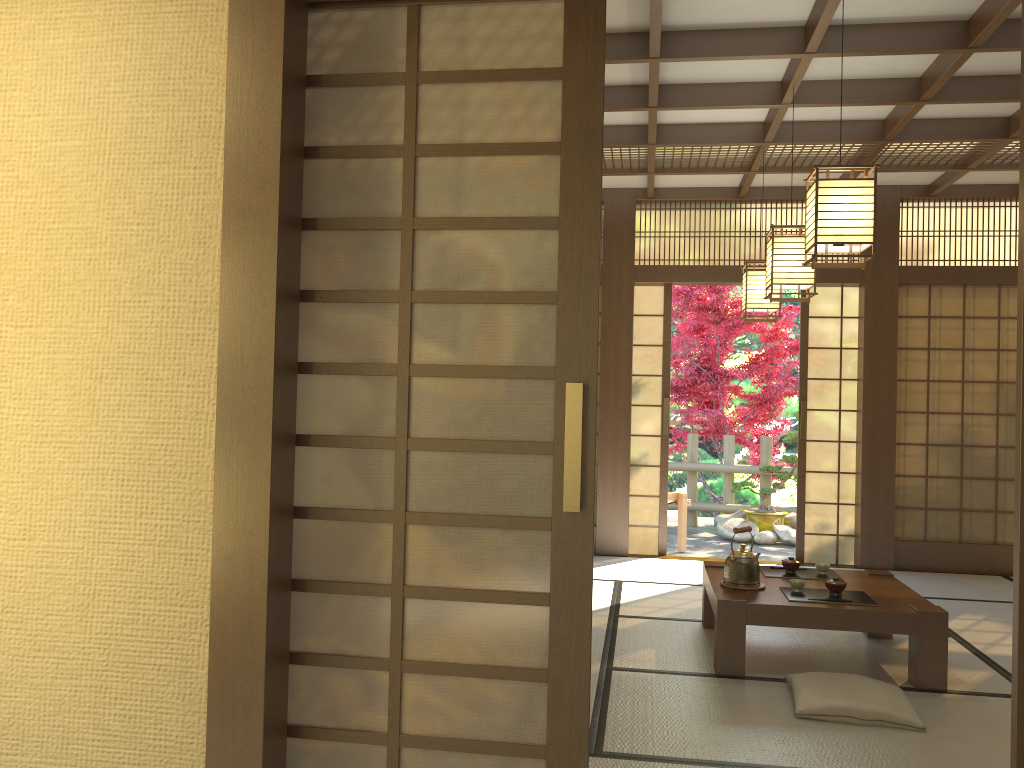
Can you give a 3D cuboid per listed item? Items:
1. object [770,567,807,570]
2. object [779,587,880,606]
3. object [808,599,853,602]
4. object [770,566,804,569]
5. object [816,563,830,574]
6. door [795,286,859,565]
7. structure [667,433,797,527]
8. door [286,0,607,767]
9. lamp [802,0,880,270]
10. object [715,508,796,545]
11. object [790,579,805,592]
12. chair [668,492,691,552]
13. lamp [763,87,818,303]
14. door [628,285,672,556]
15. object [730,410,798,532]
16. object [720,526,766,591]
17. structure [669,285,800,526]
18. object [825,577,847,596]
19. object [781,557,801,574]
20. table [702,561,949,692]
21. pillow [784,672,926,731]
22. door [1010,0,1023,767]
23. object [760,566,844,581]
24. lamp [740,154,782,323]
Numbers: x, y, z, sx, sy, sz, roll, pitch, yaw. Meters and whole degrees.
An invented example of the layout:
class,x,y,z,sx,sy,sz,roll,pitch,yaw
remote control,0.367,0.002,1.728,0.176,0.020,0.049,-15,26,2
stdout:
class,x,y,z,sx,sy,sz,roll,pitch,yaw
object,1.526,1.016,4.893,0.200,0.008,0.008,1,-1,5
object,1.503,1.011,4.226,0.400,0.007,0.300,1,-1,9
object,1.476,1.001,4.112,0.200,0.008,0.008,1,-1,7
object,1.530,1.016,4.911,0.200,0.008,0.008,1,-1,9
object,1.674,0.995,4.777,0.073,0.052,0.074,2,-1,-38
door,3.251,0.352,7.019,1.894,2.380,0.073,1,-1,9
structure,2.835,1.124,9.700,7.456,1.136,0.245,1,-1,9
door,-0.412,0.143,2.179,1.230,2.265,0.076,1,-1,9
lamp,1.280,-1.009,3.448,0.240,1.129,0.240,1,-1,9
object,2.720,1.452,9.056,1.260,0.276,1.147,1,-1,4
object,1.386,0.980,4.308,0.073,0.052,0.074,2,-1,-38
chair,1.155,1.219,8.197,0.704,0.598,0.698,2,-1,-35
lamp,1.451,-0.984,4.600,0.240,1.129,0.240,1,-1,9
door,0.362,0.287,7.451,1.894,2.380,0.073,1,-1,9
object,2.791,0.901,9.070,1.032,1.362,0.586,1,-1,35
object,1.156,0.861,4.431,0.219,0.296,0.226,1,-1,3
structure,2.207,-0.267,10.662,3.412,4.004,3.045,1,-1,41
object,1.545,0.966,4.233,0.100,0.080,0.100,1,-1,9
object,1.502,0.974,4.773,0.100,0.080,0.100,1,-1,9
table,1.507,1.184,4.488,1.000,0.350,1.000,1,-1,9
pillow,1.412,1.307,3.710,0.486,0.107,0.496,1,-1,12
door,1.729,0.191,1.859,1.230,2.265,0.076,1,-1,9
object,1.552,1.022,4.793,0.400,0.007,0.300,1,-1,9
lamp,1.623,-0.960,5.752,0.240,1.129,0.240,1,-1,9
